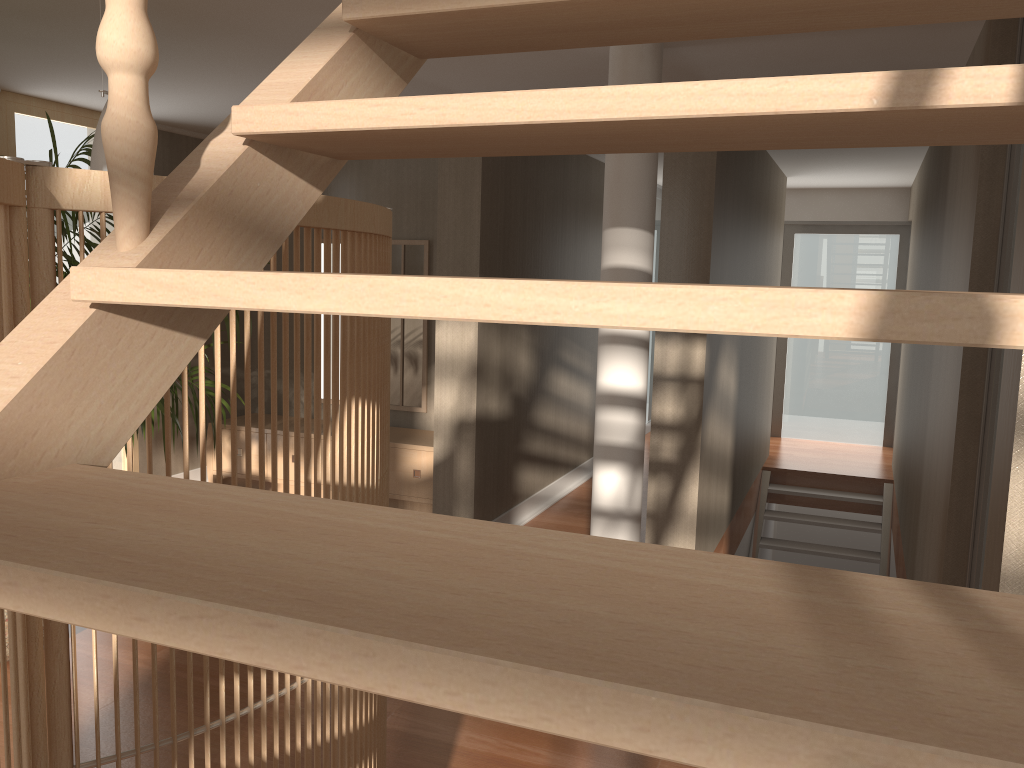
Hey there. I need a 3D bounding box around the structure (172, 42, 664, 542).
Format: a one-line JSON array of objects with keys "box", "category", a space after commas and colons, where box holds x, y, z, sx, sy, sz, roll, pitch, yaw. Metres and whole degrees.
[{"box": [0.917, -0.027, 2.540, 8.342, 2.533, 10.775, 4, 8, 21], "category": "structure"}]

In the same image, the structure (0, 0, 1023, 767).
[{"box": [-0.009, -0.321, 0.465, 1.000, 3.578, 3.150, 4, 8, 21], "category": "structure"}]

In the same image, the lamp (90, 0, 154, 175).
[{"box": [-0.891, -0.830, 2.008, 0.139, 0.800, 0.139, -3, 8, -33], "category": "lamp"}]

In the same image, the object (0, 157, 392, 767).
[{"box": [-0.673, 0.547, 0.791, 0.233, 1.542, 2.229, 5, 8, 26], "category": "object"}]

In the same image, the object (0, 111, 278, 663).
[{"box": [-2.045, 0.119, 3.410, 2.109, 2.304, 2.157, 3, 7, 10], "category": "object"}]

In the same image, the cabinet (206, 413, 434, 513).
[{"box": [-1.126, 0.532, 5.985, 1.911, 0.458, 0.500, 4, 8, 21], "category": "cabinet"}]
